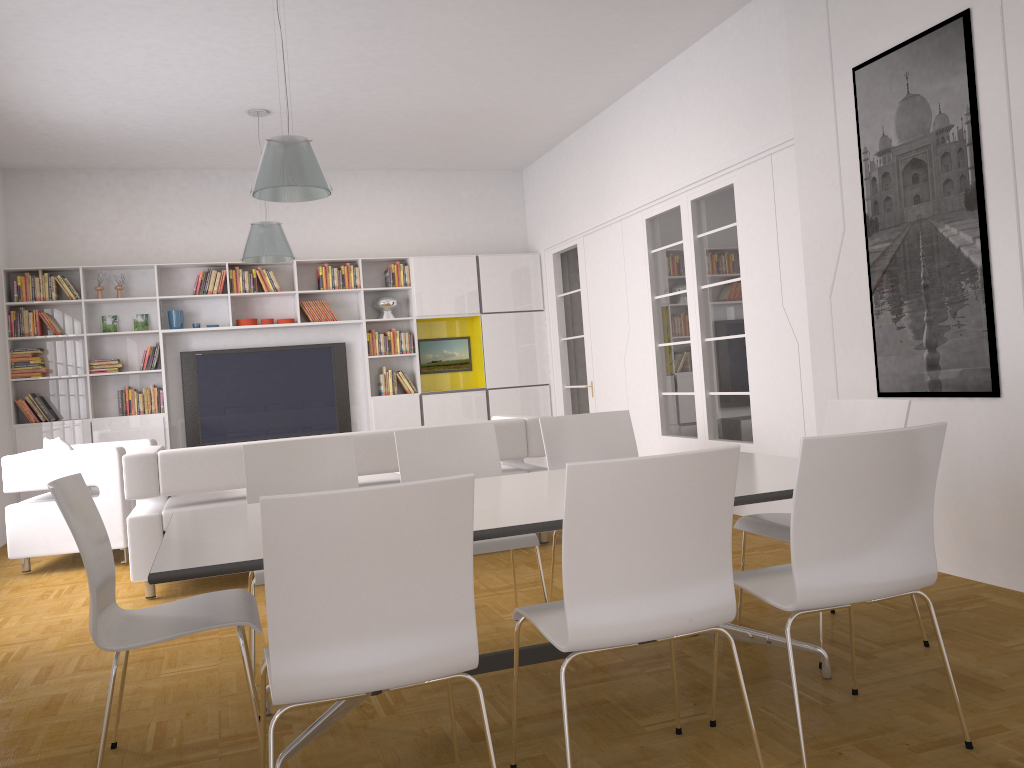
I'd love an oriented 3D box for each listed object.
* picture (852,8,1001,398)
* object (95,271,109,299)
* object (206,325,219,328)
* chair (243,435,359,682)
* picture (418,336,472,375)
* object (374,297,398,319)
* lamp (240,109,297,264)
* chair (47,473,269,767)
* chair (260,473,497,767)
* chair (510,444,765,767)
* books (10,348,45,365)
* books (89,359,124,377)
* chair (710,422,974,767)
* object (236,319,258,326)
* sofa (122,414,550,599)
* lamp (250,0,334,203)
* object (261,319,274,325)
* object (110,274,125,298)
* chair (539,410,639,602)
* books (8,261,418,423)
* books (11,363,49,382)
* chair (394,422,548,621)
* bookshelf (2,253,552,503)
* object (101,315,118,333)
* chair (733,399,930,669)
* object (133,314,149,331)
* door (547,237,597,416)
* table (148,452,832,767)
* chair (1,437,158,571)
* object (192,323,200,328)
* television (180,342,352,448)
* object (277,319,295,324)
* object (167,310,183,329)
[{"bbox_3d":[2.022,-0.820,4.402,0.013,1.780,0.786,-4,0,-18],"label":"picture"},{"bbox_3d":[-4.022,-0.956,8.695,0.121,0.279,0.179,-4,0,-13],"label":"object"},{"bbox_3d":[-3.027,-0.579,8.974,0.124,0.032,0.123,-5,1,-33],"label":"object"},{"bbox_3d":[-0.827,0.707,3.659,0.561,0.931,0.575,-4,0,-18],"label":"chair"},{"bbox_3d":[-0.748,-0.319,9.867,0.609,0.388,0.007,-4,-1,-18],"label":"picture"},{"bbox_3d":[-1.352,-0.808,9.543,0.256,0.239,0.257,-4,0,-11],"label":"object"},{"bbox_3d":[-2.089,-1.665,7.442,0.465,1.250,0.464,-4,0,-19],"label":"lamp"},{"bbox_3d":[-1.091,0.737,2.768,0.575,0.931,0.560,-4,0,-18],"label":"chair"},{"bbox_3d":[-0.351,0.689,2.177,0.561,0.931,0.575,-4,0,-18],"label":"chair"},{"bbox_3d":[0.313,0.637,2.398,0.561,0.931,0.575,-4,0,-18],"label":"chair"},{"bbox_3d":[-4.621,-0.259,8.456,0.252,0.153,0.207,-4,0,-18],"label":"books"},{"bbox_3d":[-3.961,-0.160,8.670,0.284,0.153,0.207,-4,0,-18],"label":"books"},{"bbox_3d":[0.938,0.589,2.606,0.561,0.931,0.575,-4,0,-18],"label":"chair"},{"bbox_3d":[-2.717,-0.625,9.090,0.211,0.073,0.211,-5,1,-44],"label":"object"},{"bbox_3d":[-1.072,0.729,5.829,2.624,0.849,0.822,-4,0,-18],"label":"sofa"},{"bbox_3d":[-1.291,-1.697,5.029,0.465,1.250,0.464,-4,0,-19],"label":"lamp"},{"bbox_3d":[-2.524,-0.633,9.154,0.129,0.073,0.129,-4,0,-22],"label":"object"},{"bbox_3d":[-3.913,-0.955,8.749,0.179,0.260,0.119,-4,0,2],"label":"object"},{"bbox_3d":[0.462,0.607,4.088,0.561,0.931,0.575,-4,0,-18],"label":"chair"},{"bbox_3d":[-2.916,-0.480,9.012,3.864,1.456,0.235,-4,0,-18],"label":"books"},{"bbox_3d":[-4.595,-0.111,8.460,0.284,0.153,0.207,-4,0,-18],"label":"books"},{"bbox_3d":[-0.202,0.659,3.867,0.561,0.931,0.575,-4,0,-18],"label":"chair"},{"bbox_3d":[-2.187,-0.036,9.274,5.367,2.480,0.389,-4,0,-18],"label":"bookshelf"},{"bbox_3d":[-3.985,-0.587,8.784,0.144,0.190,0.051,-4,0,-18],"label":"object"},{"bbox_3d":[1.263,0.547,3.553,0.575,0.931,0.560,-4,0,-18],"label":"chair"},{"bbox_3d":[-3.711,-0.608,8.875,0.144,0.190,0.051,-4,0,-18],"label":"object"},{"bbox_3d":[0.656,-0.232,9.253,0.139,2.455,1.008,-4,0,-18],"label":"door"},{"bbox_3d":[0.079,0.747,3.136,2.412,0.722,1.210,-4,0,-18],"label":"table"},{"bbox_3d":[-3.194,0.830,6.710,0.801,0.911,1.096,-4,0,-9],"label":"chair"},{"bbox_3d":[-3.176,-0.580,8.925,0.078,0.056,0.078,-4,0,7],"label":"object"},{"bbox_3d":[-2.532,0.159,9.222,1.661,1.088,0.082,-4,0,-18],"label":"television"},{"bbox_3d":[-2.346,-0.643,9.193,0.182,0.054,0.182,-4,1,-22],"label":"object"},{"bbox_3d":[-3.360,-0.634,8.866,0.147,0.192,0.147,-4,0,-29],"label":"object"}]
